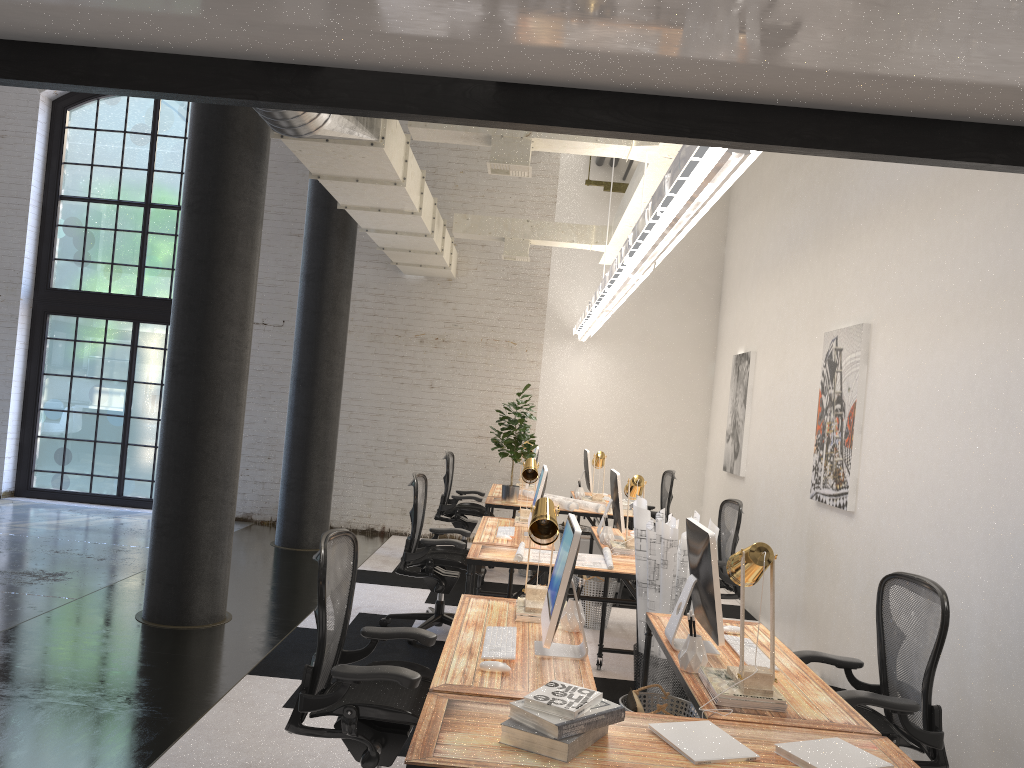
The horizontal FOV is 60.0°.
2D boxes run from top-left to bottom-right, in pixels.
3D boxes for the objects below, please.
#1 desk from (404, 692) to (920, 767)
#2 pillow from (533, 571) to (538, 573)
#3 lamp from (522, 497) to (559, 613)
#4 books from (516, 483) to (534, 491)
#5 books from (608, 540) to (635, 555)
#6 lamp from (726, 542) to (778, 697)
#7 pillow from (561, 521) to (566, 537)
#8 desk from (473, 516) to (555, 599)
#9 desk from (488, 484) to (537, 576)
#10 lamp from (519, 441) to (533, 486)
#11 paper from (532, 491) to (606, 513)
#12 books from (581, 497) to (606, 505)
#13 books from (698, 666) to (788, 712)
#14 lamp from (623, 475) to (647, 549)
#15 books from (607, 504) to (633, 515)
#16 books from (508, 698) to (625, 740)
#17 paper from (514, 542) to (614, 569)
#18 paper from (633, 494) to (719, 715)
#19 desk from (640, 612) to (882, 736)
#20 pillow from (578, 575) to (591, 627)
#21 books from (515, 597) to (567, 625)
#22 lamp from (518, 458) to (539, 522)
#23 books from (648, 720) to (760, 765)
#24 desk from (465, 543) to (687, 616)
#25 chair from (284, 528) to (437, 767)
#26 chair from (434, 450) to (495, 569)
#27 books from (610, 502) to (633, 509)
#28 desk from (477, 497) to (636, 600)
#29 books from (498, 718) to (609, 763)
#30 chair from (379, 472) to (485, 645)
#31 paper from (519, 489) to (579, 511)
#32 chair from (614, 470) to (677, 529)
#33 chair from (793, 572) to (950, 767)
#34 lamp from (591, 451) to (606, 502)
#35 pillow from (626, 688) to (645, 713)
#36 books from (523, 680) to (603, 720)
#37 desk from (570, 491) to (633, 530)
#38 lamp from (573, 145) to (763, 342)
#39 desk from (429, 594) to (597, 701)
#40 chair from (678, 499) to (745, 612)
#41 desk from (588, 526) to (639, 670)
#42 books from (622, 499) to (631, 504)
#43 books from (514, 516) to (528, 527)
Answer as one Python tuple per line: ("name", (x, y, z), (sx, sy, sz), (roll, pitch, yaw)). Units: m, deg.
("desk", (0.399, 1.346, 2.401), (1.401, 0.724, 0.529), (5, -1, 1))
("pillow", (0.267, 1.623, 8.490), (0.119, 0.406, 0.239), (5, -1, 2))
("lamp", (0.122, 0.719, 3.758), (0.126, 0.470, 0.344), (5, -1, 1))
("books", (0.152, 1.091, 9.386), (0.225, 0.038, 0.309), (5, -1, 1))
("books", (0.762, 1.081, 5.843), (0.225, 0.038, 0.309), (5, -1, 1))
("lamp", (0.810, 0.763, 2.998), (0.127, 0.470, 0.344), (5, -1, 1))
("pillow", (0.570, 1.674, 9.412), (0.119, 0.406, 0.239), (5, -1, 2))
("desk", (-0.010, 1.405, 6.280), (0.529, 0.724, 1.401), (5, -1, 1))
("desk", (0.011, 1.451, 8.963), (0.529, 0.724, 1.401), (5, -1, 1))
("lamp", (0.146, 0.837, 9.338), (0.126, 0.470, 0.344), (5, -1, 1))
("paper", (0.474, 1.068, 8.139), (0.083, 0.082, 1.133), (6, -2, -34))
("books", (0.784, 1.128, 8.526), (0.225, 0.038, 0.309), (5, -1, 1))
("books", (0.759, 1.009, 2.946), (0.225, 0.038, 0.309), (5, -1, 1))
("lamp", (0.813, 0.835, 5.896), (0.127, 0.470, 0.344), (5, -1, 1))
("books", (0.962, 1.125, 7.926), (0.200, 0.050, 0.271), (5, -1, -2))
("books", (0.149, 0.888, 2.399), (0.257, 0.044, 0.193), (6, -2, -42))
("paper", (0.317, 1.024, 5.334), (0.626, 0.061, 0.568), (5, -1, -1))
("paper", (0.831, 1.206, 4.745), (0.412, 1.198, 0.440), (5, -1, -21))
("desk", (0.830, 1.409, 3.362), (0.529, 0.724, 1.401), (5, -1, 1))
("pillow", (0.548, 1.627, 6.729), (0.119, 0.406, 0.239), (5, -1, 2))
("books", (0.128, 0.972, 3.806), (0.225, 0.038, 0.309), (5, -1, 1))
("lamp", (0.126, 0.791, 6.656), (0.127, 0.470, 0.344), (5, -1, 1))
("books", (0.526, 0.987, 2.448), (0.205, 0.019, 0.243), (6, -2, -22))
("desk", (0.401, 1.418, 5.298), (1.401, 0.724, 0.529), (5, -1, 1))
("chair", (-0.480, 1.110, 3.297), (0.792, 1.085, 0.770), (5, -1, -15))
("chair", (-0.456, 1.228, 8.877), (0.792, 1.085, 0.770), (5, -1, -15))
("books", (0.989, 1.080, 7.941), (0.193, 0.044, 0.257), (5, -1, 18))
("desk", (0.423, 1.465, 7.981), (1.401, 0.724, 0.529), (5, -1, 1))
("books", (0.118, 0.932, 2.398), (0.200, 0.050, 0.272), (5, -2, 28))
("chair", (-0.478, 1.182, 6.194), (0.792, 1.085, 0.770), (5, -1, -15))
("paper", (0.307, 1.052, 8.142), (0.083, 0.082, 1.134), (6, -1, -24))
("chair", (1.354, 1.398, 9.031), (0.792, 1.085, 0.770), (5, -1, -15))
("chair", (1.330, 1.280, 3.451), (0.792, 1.085, 0.770), (5, -1, -15))
("lamp", (0.835, 0.882, 8.578), (0.126, 0.470, 0.344), (5, -1, 1))
("pillow", (0.546, 1.555, 3.832), (0.119, 0.406, 0.239), (5, -1, 2))
("books", (0.140, 0.856, 2.408), (0.152, 0.030, 0.185), (4, -2, 29))
("desk", (0.854, 1.528, 8.942), (0.529, 0.724, 1.401), (5, -1, 1))
("lamp", (0.842, -1.951, 6.232), (0.226, 2.863, 7.303), (5, -1, 1))
("desk", (-0.013, 1.333, 3.383), (0.529, 0.724, 1.401), (5, -1, 1))
("chair", (1.333, 1.352, 6.349), (0.792, 1.085, 0.770), (5, -1, -15))
("desk", (0.833, 1.481, 6.259), (0.529, 0.724, 1.401), (5, -1, 1))
("books", (0.977, 1.048, 7.942), (0.153, 0.030, 0.185), (5, -1, -1))
("books", (0.130, 1.044, 6.703), (0.225, 0.038, 0.309), (5, -1, 1))
